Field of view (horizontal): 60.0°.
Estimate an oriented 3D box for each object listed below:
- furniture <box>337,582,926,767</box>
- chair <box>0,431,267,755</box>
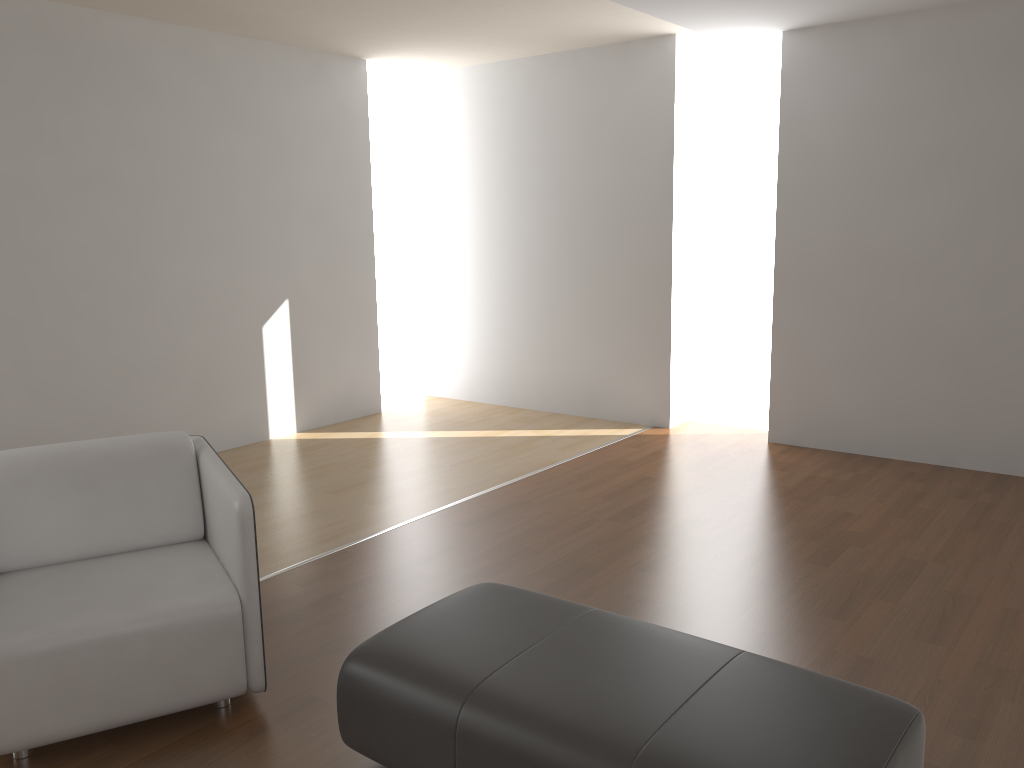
[{"bbox_3d":[0.250,0.826,2.174,1.291,0.301,0.685,7,13,37],"label":"furniture"},{"bbox_3d":[-1.267,0.567,2.771,0.767,0.661,0.919,-6,11,-27],"label":"chair"}]
